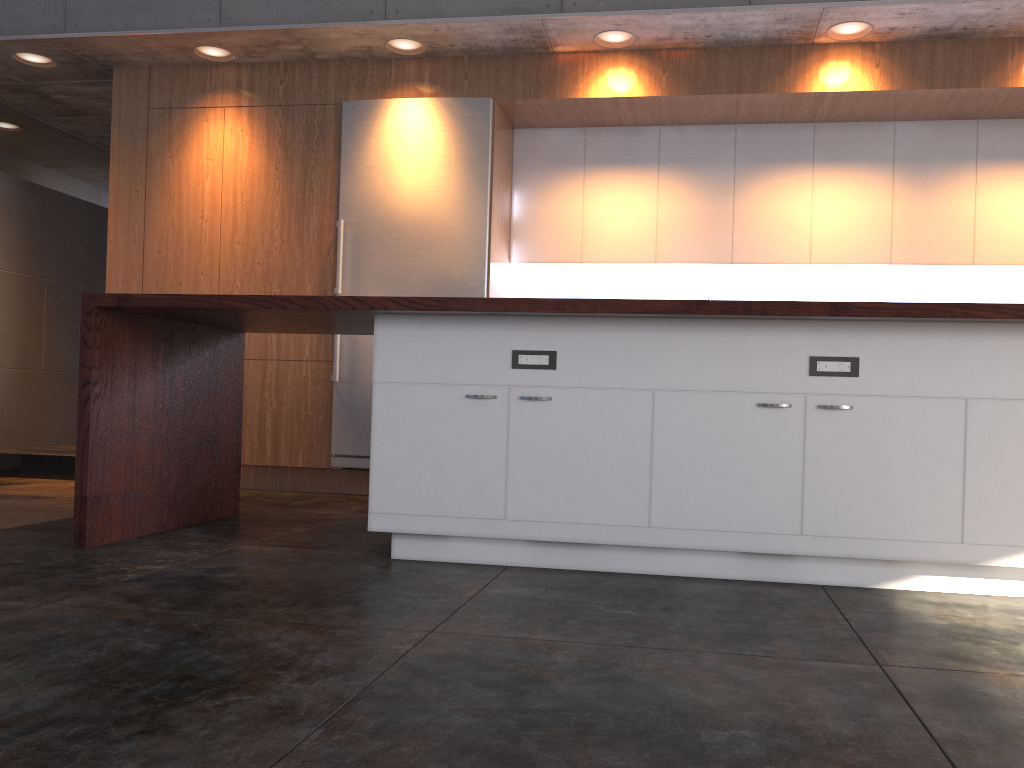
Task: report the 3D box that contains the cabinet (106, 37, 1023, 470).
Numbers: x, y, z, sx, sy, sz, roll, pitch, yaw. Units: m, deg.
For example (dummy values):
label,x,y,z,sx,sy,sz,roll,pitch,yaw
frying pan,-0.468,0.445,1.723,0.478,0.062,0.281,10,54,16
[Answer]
label,x,y,z,sx,sy,sz,roll,pitch,yaw
cabinet,1.560,-0.654,6.294,8.049,2.562,2.396,2,-1,9

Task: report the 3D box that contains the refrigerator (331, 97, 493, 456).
label,x,y,z,sx,sy,sz,roll,pitch,yaw
refrigerator,-0.613,-0.642,5.485,0.951,2.190,0.221,2,0,7

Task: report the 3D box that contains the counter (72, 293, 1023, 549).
label,x,y,z,sx,sy,sz,roll,pitch,yaw
counter,1.736,0.248,3.364,6.609,0.971,1.150,2,-1,9

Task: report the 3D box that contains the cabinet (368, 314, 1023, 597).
label,x,y,z,sx,sy,sz,roll,pitch,yaw
cabinet,2.332,0.293,3.256,5.608,0.930,0.929,2,-1,9
